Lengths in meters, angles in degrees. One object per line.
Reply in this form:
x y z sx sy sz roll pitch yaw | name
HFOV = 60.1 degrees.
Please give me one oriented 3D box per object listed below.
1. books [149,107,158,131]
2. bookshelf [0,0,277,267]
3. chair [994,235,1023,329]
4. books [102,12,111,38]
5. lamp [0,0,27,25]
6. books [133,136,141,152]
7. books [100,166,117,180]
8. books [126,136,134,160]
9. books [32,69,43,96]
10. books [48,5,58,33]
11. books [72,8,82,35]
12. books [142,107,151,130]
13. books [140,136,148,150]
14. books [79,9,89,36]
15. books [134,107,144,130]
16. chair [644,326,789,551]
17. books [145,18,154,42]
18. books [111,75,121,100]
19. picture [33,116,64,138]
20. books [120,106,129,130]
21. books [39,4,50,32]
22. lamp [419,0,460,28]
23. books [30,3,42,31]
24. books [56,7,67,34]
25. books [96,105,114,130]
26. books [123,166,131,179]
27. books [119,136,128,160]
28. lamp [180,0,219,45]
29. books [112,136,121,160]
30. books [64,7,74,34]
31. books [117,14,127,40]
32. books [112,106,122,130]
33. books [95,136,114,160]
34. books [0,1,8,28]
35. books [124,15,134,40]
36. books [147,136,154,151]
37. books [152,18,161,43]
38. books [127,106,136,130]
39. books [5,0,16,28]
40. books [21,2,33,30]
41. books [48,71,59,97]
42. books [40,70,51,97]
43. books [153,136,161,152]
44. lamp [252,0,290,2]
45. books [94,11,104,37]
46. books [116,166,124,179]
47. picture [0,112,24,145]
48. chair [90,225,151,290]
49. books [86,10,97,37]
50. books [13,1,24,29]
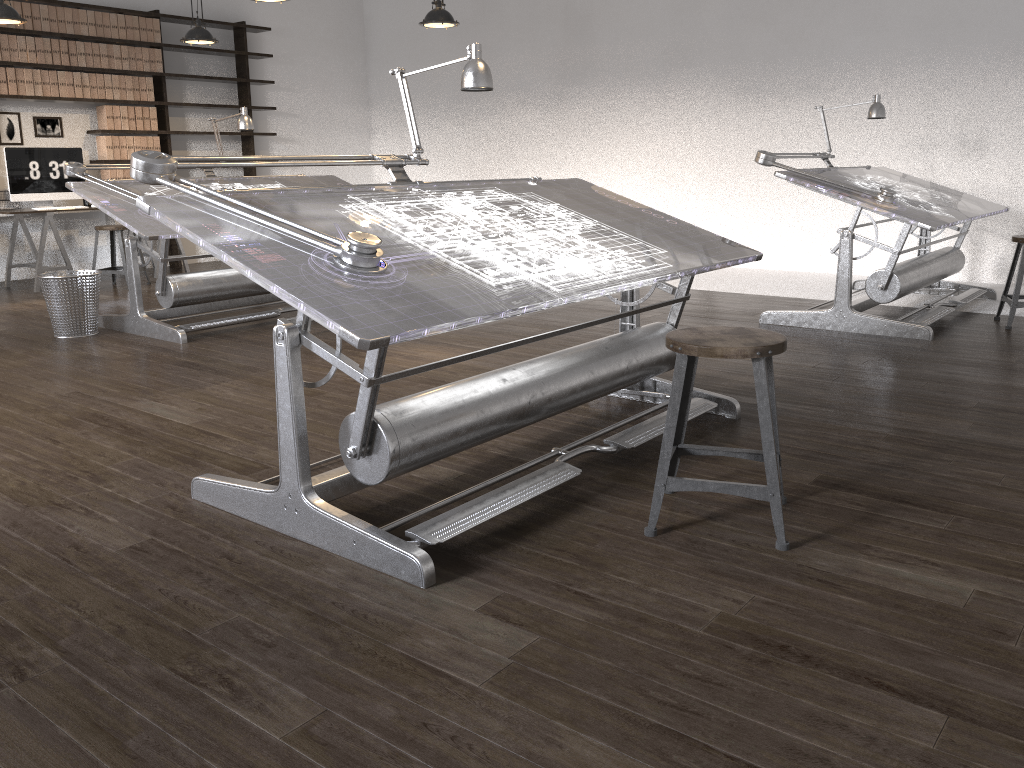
-3.518 -2.565 8.592 0.175 0.223 0.067 9 15 38 | books
-5.541 -1.386 6.334 0.375 3.174 9.242 8 16 38 | bookshelf
3.062 -0.592 5.153 0.372 0.522 0.362 3 13 17 | chair
-3.769 -3.289 8.144 0.175 0.223 0.067 9 15 38 | books
-3.603 -3.645 6.015 0.311 2.230 0.315 -7 13 -26 | lamp
-3.630 -2.259 8.494 0.175 0.223 0.067 9 15 38 | books
-3.797 -1.937 8.347 0.175 0.223 0.067 9 15 38 | books
-3.678 -2.245 8.441 0.175 0.223 0.067 9 15 38 | books
-4.177 -2.622 7.730 0.175 0.223 0.067 9 15 38 | books
-4.067 -3.192 7.775 0.175 0.223 0.067 9 15 38 | books
-3.938 -3.233 7.931 0.175 0.223 0.067 9 15 38 | books
-3.567 -2.550 8.535 0.175 0.223 0.067 9 15 38 | books
-3.589 -2.272 8.545 0.175 0.223 0.067 9 15 38 | books
-3.898 -3.245 7.979 0.175 0.223 0.067 9 15 38 | books
-3.609 -2.535 8.475 0.175 0.223 0.067 9 15 38 | books
0.577 0.127 2.429 0.372 0.522 0.362 3 13 17 | chair
-3.506 -3.374 8.467 0.175 0.223 0.067 9 15 38 | books
-3.739 -2.764 8.270 0.175 0.223 0.067 9 15 38 | books
-4.203 -2.327 8.024 0.023 0.181 0.253 8 16 38 | picture
-3.700 -2.505 8.363 0.175 0.223 0.067 9 15 38 | books
-4.108 -3.177 7.718 0.175 0.223 0.067 9 15 38 | books
-0.570 -3.815 6.505 0.313 2.230 0.313 3 12 18 | lamp
-4.156 -3.163 7.667 0.175 0.223 0.067 9 15 38 | books
-4.023 -3.206 7.829 0.175 0.223 0.067 9 15 38 | books
-3.792 -2.477 8.257 0.175 0.223 0.067 9 15 38 | books
-3.712 -1.964 8.449 0.175 0.223 0.067 9 15 38 | books
-3.724 -2.231 8.390 0.175 0.223 0.067 9 15 38 | books
-2.636 -3.957 7.206 0.311 2.230 0.315 -7 13 -26 | lamp
-3.766 -2.217 8.335 0.175 0.223 0.067 9 15 38 | books
-3.976 -3.219 7.877 0.175 0.223 0.067 9 15 38 | books
-3.675 -3.316 8.248 0.175 0.223 0.067 9 15 38 | books
-3.748 -2.492 8.312 0.175 0.223 0.067 9 15 38 | books
-3.807 -2.202 8.279 0.175 0.223 0.067 9 15 38 | books
-4.323 -3.107 7.450 0.175 0.223 0.067 9 15 38 | books
-3.630 -3.331 8.304 0.175 0.223 0.067 9 15 38 | books
-3.553 -2.285 8.596 0.175 0.223 0.067 9 15 38 | books
-3.460 -3.387 8.518 0.175 0.223 0.067 9 15 38 | books
-3.660 -2.520 8.421 0.175 0.223 0.067 9 15 38 | books
-4.288 -3.120 7.501 0.175 0.223 0.067 9 15 38 | books
-4.198 -3.148 7.606 0.175 0.223 0.067 9 15 38 | books
-4.092 -2.651 7.838 0.175 0.223 0.067 9 15 38 | books
-4.137 -2.637 7.786 0.175 0.223 0.067 9 15 38 | books
-3.510 -2.300 8.650 0.175 0.223 0.067 9 15 38 | books
-1.537 -3.503 5.315 0.311 2.230 0.315 -7 13 -26 | lamp
-3.811 -3.274 8.089 0.175 0.223 0.067 9 15 38 | books
-3.750 -1.950 8.395 0.175 0.223 0.067 9 15 38 | books
-4.412 -2.240 7.772 0.022 0.282 0.203 8 15 37 | picture
-3.333 -1.075 7.502 0.371 0.522 0.362 1 12 7 | chair
-3.851 -3.260 8.033 0.175 0.223 0.067 9 15 38 | books
-4.249 -3.133 7.552 0.175 0.223 0.067 9 15 38 | books
